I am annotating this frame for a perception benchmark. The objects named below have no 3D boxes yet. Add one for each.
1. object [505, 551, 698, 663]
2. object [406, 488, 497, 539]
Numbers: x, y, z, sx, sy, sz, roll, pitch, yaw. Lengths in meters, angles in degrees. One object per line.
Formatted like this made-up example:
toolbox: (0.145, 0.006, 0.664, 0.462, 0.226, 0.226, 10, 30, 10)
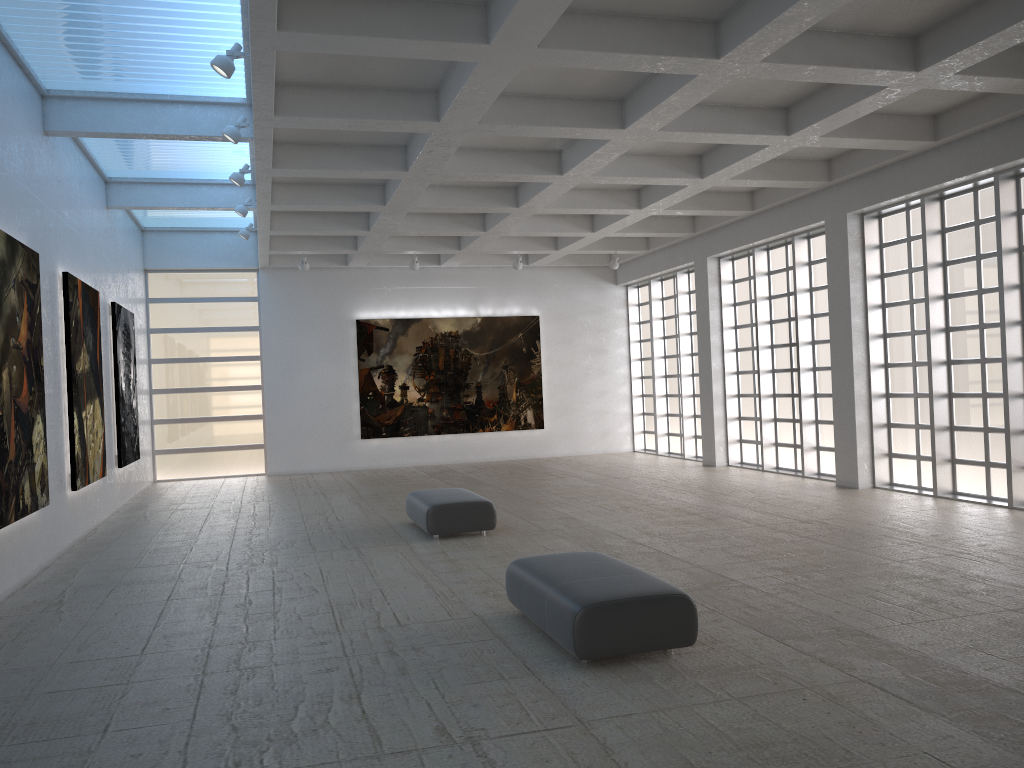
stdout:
object: (1.061, 2.876, 11.787, 1.616, 0.828, 3.044, -2, 0, -16)
object: (-1.499, 3.001, 20.955, 1.616, 0.828, 3.044, -2, 0, -16)
